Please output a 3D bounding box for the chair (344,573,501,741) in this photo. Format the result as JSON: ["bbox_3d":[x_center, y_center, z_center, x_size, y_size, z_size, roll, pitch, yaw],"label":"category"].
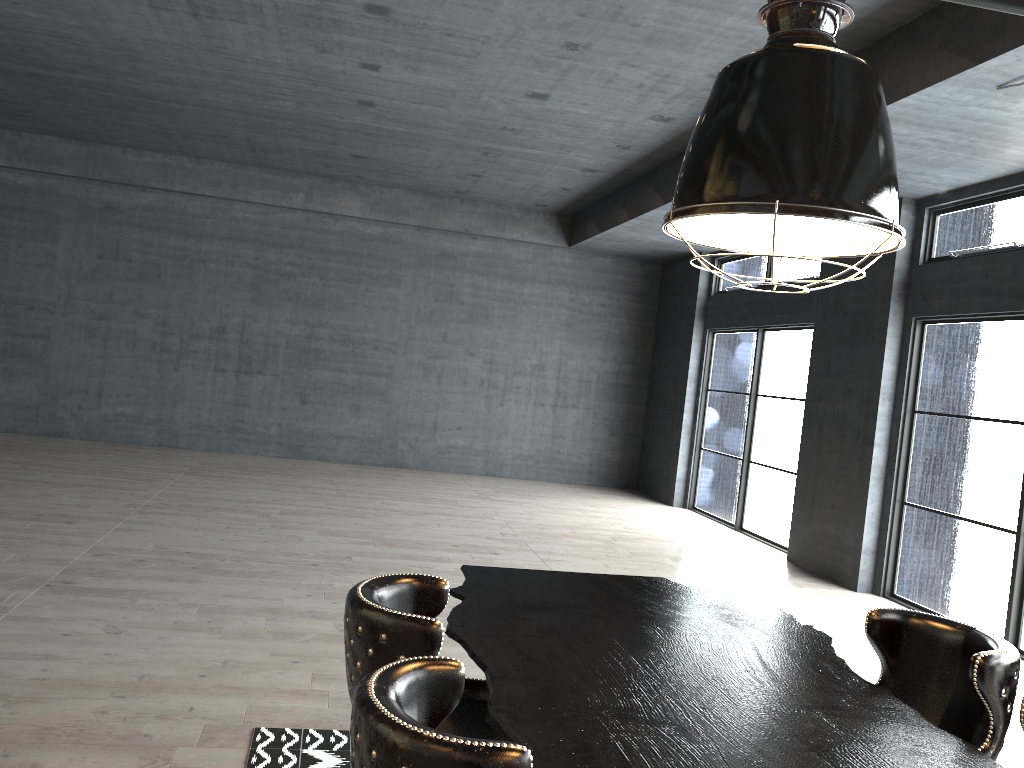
[{"bbox_3d":[-0.236,1.130,2.472,0.568,1.092,0.504,7,0,-2],"label":"chair"}]

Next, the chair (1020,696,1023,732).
[{"bbox_3d":[1.277,1.311,2.001,0.568,1.092,0.504,6,0,-17],"label":"chair"}]

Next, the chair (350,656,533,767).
[{"bbox_3d":[-0.090,1.158,1.768,0.568,1.092,0.504,6,0,-19],"label":"chair"}]

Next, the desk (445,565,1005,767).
[{"bbox_3d":[0.996,1.401,0.076,1.433,0.927,7.597,6,1,-11],"label":"desk"}]

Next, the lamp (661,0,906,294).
[{"bbox_3d":[0.826,-1.397,2.356,0.622,2.302,0.621,7,0,34],"label":"lamp"}]

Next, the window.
[{"bbox_3d":[4.884,0.396,2.914,0.120,3.729,20.802,6,1,-11],"label":"window"}]

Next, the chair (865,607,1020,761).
[{"bbox_3d":[1.184,1.289,2.729,0.568,1.092,0.504,6,0,-19],"label":"chair"}]
